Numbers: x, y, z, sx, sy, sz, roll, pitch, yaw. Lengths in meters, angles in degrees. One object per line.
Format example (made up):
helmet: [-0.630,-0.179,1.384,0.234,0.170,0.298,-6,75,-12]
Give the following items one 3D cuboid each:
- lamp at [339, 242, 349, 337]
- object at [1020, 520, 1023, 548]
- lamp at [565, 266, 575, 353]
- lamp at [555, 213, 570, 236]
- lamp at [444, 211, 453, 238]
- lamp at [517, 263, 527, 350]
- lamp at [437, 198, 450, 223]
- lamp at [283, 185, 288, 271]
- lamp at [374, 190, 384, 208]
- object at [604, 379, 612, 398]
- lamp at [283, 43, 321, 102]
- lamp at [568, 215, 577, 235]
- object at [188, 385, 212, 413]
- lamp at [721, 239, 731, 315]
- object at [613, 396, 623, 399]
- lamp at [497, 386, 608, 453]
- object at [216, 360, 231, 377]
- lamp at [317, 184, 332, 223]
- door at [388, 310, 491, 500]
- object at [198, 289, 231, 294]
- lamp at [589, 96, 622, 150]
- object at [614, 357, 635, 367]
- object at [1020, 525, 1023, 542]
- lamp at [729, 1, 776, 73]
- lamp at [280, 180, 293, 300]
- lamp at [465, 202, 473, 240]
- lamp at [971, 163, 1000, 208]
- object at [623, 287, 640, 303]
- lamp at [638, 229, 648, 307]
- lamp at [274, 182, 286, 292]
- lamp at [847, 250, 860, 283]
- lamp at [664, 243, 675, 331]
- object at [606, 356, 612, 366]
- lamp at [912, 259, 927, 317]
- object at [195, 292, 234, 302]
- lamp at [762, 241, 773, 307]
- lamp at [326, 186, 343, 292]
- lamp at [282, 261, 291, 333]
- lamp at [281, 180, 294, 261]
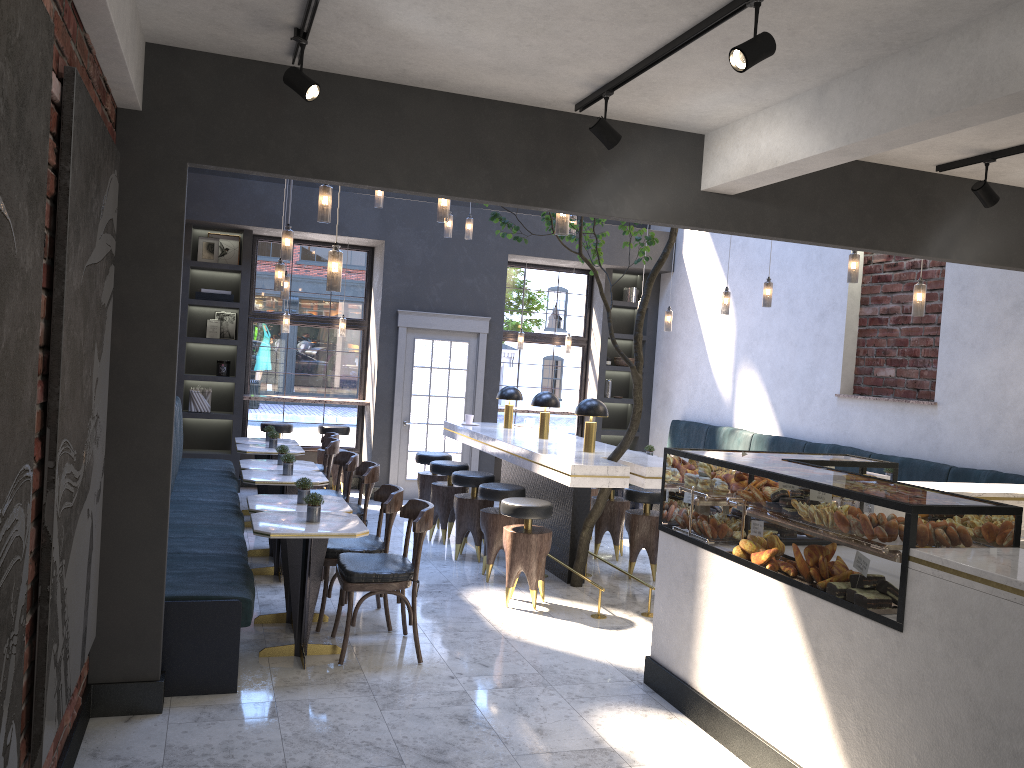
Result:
lamp: [-1.992,-1.278,10.620,0.078,1.429,0.078,5,2,34]
object: [2.917,0.849,4.997,0.114,0.147,0.114,3,2,-14]
lamp: [0.774,-1.116,11.555,0.078,1.429,0.078,4,2,11]
lamp: [0.429,-2.927,5.151,0.078,4.106,0.078,4,2,11]
lamp: [-0.493,-3.486,8.628,0.078,4.106,0.078,3,2,-34]
lamp: [0.153,-1.152,11.345,0.078,1.429,0.078,5,2,34]
lamp: [-0.321,-3.120,5.803,0.078,4.106,0.078,4,2,11]
lamp: [-2.162,-2.998,8.760,0.078,4.106,0.078,3,2,-34]
lamp: [-1.080,-3.659,8.022,0.078,4.106,0.078,3,2,-34]
object: [1.275,0.060,11.737,0.098,0.248,0.098,5,2,21]
lamp: [-0.859,-1.275,3.636,0.157,0.235,0.087,5,2,22]
lamp: [0.755,-3.567,9.099,0.078,4.106,0.078,3,2,-34]
object: [-3.573,0.160,10.164,0.250,0.323,0.241,3,2,-19]
lamp: [2.172,-2.711,8.406,0.078,4.106,0.078,5,2,34]
object: [1.405,0.180,11.759,0.130,0.026,0.130,3,2,-36]
lamp: [0.943,-1.013,4.091,4.183,3.257,8.831,3,2,-35]
object: [-3.324,-0.179,10.213,0.152,0.181,0.152,4,2,19]
lamp: [-1.019,-3.043,5.383,0.078,4.106,0.078,3,2,-34]
door: [-0.882,0.277,10.526,1.132,2.220,0.152,3,2,-19]
object: [-3.407,-1.052,10.156,0.327,0.039,0.227,3,2,-29]
lamp: [0.432,-1.201,4.076,0.157,0.238,0.087,3,2,-25]
object: [1.517,-0.293,11.871,0.305,0.124,0.304,4,2,2]
object: [2.510,0.826,4.821,0.575,0.148,0.255,3,2,-19]
lamp: [0.800,-1.147,2.941,0.157,0.238,0.087,3,2,-25]
lamp: [-1.989,-2.839,8.222,0.078,4.106,0.078,3,2,-34]
lamp: [-0.325,-3.584,9.341,0.078,4.106,0.078,3,2,-34]
lamp: [2.565,-1.074,4.797,0.157,0.235,0.087,3,2,-25]
object: [1.593,-1.186,11.860,0.214,0.215,0.213,4,2,-9]
lamp: [1.608,-2.778,10.088,0.078,4.106,0.078,3,2,-34]
lamp: [-1.737,-2.793,7.062,0.078,4.106,0.078,3,2,-11]
lamp: [2.746,-2.824,6.726,0.078,4.106,0.078,3,2,-34]
lamp: [1.810,-2.615,9.463,0.078,4.106,0.078,3,2,-34]
object: [1.263,-0.306,11.760,0.116,0.119,0.117,2,2,-42]
lamp: [2.949,-2.517,6.073,0.078,4.106,0.078,3,2,-34]
object: [-3.403,-0.990,10.149,0.412,0.084,0.286,3,2,-19]
lamp: [2.389,-2.728,7.768,0.078,4.106,0.078,5,2,34]
lamp: [-0.833,-2.550,4.750,0.078,4.106,0.078,3,2,-34]
lamp: [-2.614,-1.315,10.409,0.078,1.429,0.078,4,2,11]
lamp: [-1.520,-2.957,6.446,0.078,4.106,0.078,3,2,-11]
